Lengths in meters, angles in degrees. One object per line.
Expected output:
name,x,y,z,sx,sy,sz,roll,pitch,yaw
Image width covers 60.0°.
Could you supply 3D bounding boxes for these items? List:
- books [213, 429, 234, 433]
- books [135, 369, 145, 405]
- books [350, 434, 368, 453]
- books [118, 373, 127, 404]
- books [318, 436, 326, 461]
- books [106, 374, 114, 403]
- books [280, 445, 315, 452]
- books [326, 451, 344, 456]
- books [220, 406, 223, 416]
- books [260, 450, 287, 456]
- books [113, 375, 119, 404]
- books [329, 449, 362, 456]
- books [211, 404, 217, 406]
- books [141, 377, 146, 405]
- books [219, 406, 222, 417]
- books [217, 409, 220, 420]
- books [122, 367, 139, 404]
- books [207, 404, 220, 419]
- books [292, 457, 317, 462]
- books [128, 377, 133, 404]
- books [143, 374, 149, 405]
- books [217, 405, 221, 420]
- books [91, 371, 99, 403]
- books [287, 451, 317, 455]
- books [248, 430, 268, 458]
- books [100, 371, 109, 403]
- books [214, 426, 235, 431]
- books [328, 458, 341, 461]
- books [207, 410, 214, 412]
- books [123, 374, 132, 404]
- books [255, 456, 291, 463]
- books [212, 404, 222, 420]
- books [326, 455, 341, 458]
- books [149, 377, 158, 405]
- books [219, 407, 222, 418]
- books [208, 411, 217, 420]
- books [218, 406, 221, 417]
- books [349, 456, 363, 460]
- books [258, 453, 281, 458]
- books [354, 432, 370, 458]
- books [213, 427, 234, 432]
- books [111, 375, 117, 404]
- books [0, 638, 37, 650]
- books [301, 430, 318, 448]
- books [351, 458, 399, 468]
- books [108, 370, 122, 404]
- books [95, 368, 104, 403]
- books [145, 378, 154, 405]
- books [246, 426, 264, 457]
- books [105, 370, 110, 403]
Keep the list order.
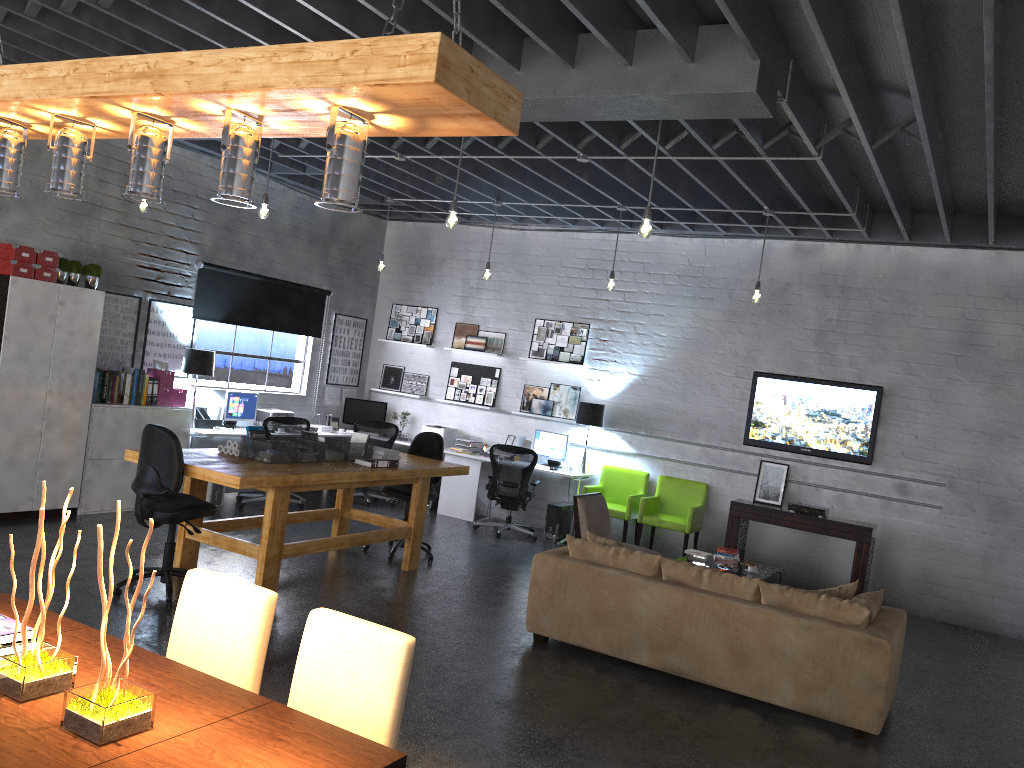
books,-3.083,0.500,9.480,0.158,0.012,0.213,8,1,-36
books,-3.680,0.021,8.625,0.197,0.339,0.065,9,2,29
books,-1.322,0.531,7.542,0.158,0.200,0.082,9,2,28
books,-3.767,0.033,8.457,0.170,0.293,0.057,9,2,29
books,-1.548,0.510,7.087,0.142,0.188,0.061,9,2,29
books,-3.833,0.034,8.348,0.167,0.275,0.037,9,2,29
books,-1.676,0.498,6.919,0.232,0.027,0.184,8,1,1
books,-1.515,0.555,7.220,0.248,0.021,0.177,8,1,28
books,-3.257,0.353,9.711,0.172,0.243,0.026,9,2,29
books,-1.778,0.516,6.618,0.127,0.022,0.181,8,1,24
books,-3.796,0.044,8.395,0.160,0.266,0.027,9,2,29
books,-1.404,0.571,7.413,0.233,0.022,0.184,8,1,27
books,-3.272,0.349,9.688,0.175,0.245,0.026,9,2,29
books,-3.654,0.061,8.663,0.160,0.266,0.026,9,2,29
books,-3.264,0.352,9.699,0.172,0.243,0.026,9,2,29
books,-3.271,0.351,9.683,0.173,0.243,0.026,9,2,29
books,-3.705,0.014,8.570,0.175,0.346,0.053,9,2,29
books,-3.274,0.351,9.679,0.172,0.243,0.026,9,2,29
books,-1.678,0.572,6.918,0.250,0.031,0.185,8,1,26
books,-3.730,0.051,8.535,0.160,0.266,0.027,9,2,29
books,-3.635,0.047,8.684,0.159,0.298,0.026,9,2,29
books,-3.264,0.350,9.694,0.177,0.246,0.026,9,2,29
books,-3.905,0.021,8.193,0.174,0.286,0.045,9,2,29
books,-1.669,0.524,6.918,0.250,0.022,0.205,8,1,34
books,-1.907,0.453,6.667,0.097,0.209,0.158,9,1,29
books,-3.857,0.018,8.281,0.182,0.302,0.034,9,2,29
books,-3.076,0.478,9.484,0.171,0.010,0.211,8,1,-35
books,-1.521,0.595,7.221,0.248,0.021,0.177,8,1,29
books,-3.308,0.379,9.673,0.133,0.176,0.009,9,2,23
books,-3.741,0.040,8.501,0.174,0.286,0.045,9,2,29
books,-1.782,0.562,6.622,0.155,0.029,0.226,8,1,29
books,-3.259,0.351,9.707,0.179,0.248,0.026,9,2,29
books,-1.518,0.575,7.221,0.248,0.021,0.177,8,1,28
books,-3.612,0.064,8.798,0.220,0.271,0.082,9,2,29
books,-3.262,0.353,9.703,0.172,0.243,0.026,9,2,29
books,-3.266,0.386,9.646,0.134,0.176,0.020,9,2,29
books,-3.270,0.350,9.692,0.175,0.245,0.026,9,2,29
books,-1.398,0.599,7.416,0.249,0.031,0.184,8,1,31
books,-1.775,0.538,6.621,0.141,0.021,0.203,8,1,30
books,-1.304,0.526,7.568,0.171,0.210,0.046,9,2,29
books,-3.083,0.488,9.483,0.158,0.012,0.209,7,1,-38
books,-3.811,0.042,8.372,0.160,0.266,0.026,9,2,29
books,-1.554,0.729,2.528,0.282,0.026,0.266,8,1,31
books,-1.620,0.487,7.092,0.157,0.214,0.063,9,2,29
books,-1.117,0.631,7.232,0.244,0.067,0.299,9,1,38
books,-3.788,0.028,8.421,0.159,0.298,0.026,9,2,29
books,-3.898,0.009,8.250,0.180,0.310,0.060,9,2,29
books,-3.641,0.063,8.745,0.218,0.267,0.060,9,2,34
books,-1.927,0.437,6.695,0.108,0.234,0.166,9,2,29
books,-3.860,0.017,8.322,0.182,0.302,0.034,9,2,29
